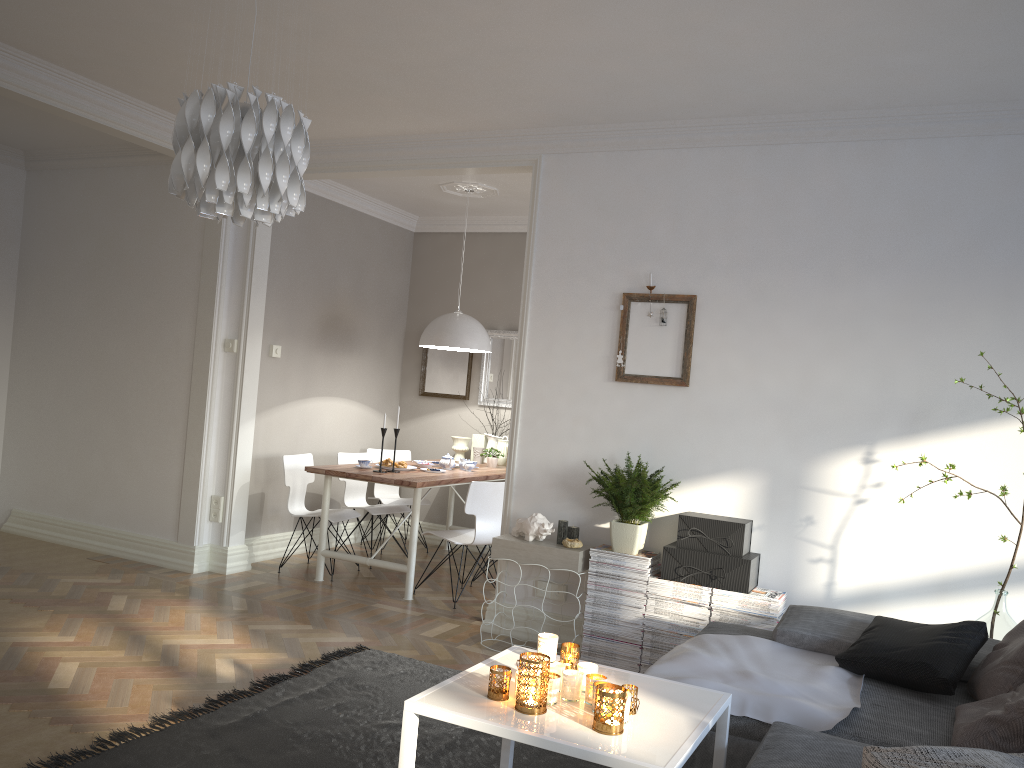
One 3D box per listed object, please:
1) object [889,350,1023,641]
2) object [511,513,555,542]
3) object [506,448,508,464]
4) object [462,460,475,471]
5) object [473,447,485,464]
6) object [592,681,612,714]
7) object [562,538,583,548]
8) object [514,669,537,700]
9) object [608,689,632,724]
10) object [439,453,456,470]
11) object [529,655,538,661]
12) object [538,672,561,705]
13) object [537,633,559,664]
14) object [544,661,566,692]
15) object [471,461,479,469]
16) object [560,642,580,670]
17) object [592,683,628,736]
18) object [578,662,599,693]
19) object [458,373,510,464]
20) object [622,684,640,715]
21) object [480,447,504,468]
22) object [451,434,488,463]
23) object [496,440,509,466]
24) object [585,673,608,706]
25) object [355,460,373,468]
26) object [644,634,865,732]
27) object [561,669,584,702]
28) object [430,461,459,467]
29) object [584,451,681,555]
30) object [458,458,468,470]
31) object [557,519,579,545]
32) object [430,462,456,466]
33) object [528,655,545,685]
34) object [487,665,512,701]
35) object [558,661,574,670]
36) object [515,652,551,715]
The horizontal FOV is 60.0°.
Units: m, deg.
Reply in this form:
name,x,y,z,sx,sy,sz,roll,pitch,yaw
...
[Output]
name,x,y,z,sx,sy,sz,roll,pitch,yaw
object,1.888,0.383,3.566,0.776,1.674,0.339,5,0,-15
object,0.114,0.746,4.645,0.137,0.150,0.310,5,-1,-34
object,0.006,0.585,7.048,0.095,0.163,0.095,5,0,-24
object,-0.315,0.588,6.423,0.090,0.086,0.090,5,0,-19
object,-0.274,0.579,7.181,0.094,0.132,0.097,5,0,-8
object,0.242,0.839,2.367,0.060,0.073,0.060,5,0,-39
object,0.311,0.813,4.525,0.099,0.046,0.104,5,-1,-18
object,0.036,0.822,2.412,0.060,0.073,0.060,5,0,15
object,0.279,0.842,2.311,0.060,0.073,0.060,5,0,-12
object,-0.465,0.559,6.416,0.143,0.119,0.124,5,0,30
object,0.074,0.824,2.560,0.056,0.066,0.056,5,0,-12
object,0.100,0.827,2.408,0.060,0.073,0.060,5,0,15
object,0.101,0.756,2.536,0.060,0.073,0.060,5,0,42
object,0.119,0.830,2.512,0.060,0.073,0.060,5,0,6
object,-0.303,0.607,6.671,0.116,0.056,0.116,5,-1,-2
object,0.175,0.835,2.701,0.060,0.079,0.060,5,0,20
object,0.247,0.823,2.245,0.080,0.104,0.080,5,0,16
object,0.215,0.839,2.533,0.060,0.073,0.060,5,0,-39
object,-0.107,0.267,7.157,0.698,0.781,0.352,5,0,8
object,0.318,0.849,2.387,0.054,0.068,0.047,5,0,-14
object,-0.151,0.571,6.930,0.178,0.162,0.169,5,0,-24
object,-0.359,0.524,7.312,0.310,0.228,0.172,5,0,-21
object,-0.073,0.556,7.129,0.114,0.209,0.113,5,0,26
object,0.229,0.839,2.431,0.060,0.073,0.060,5,0,-39
object,-0.990,0.538,5.953,0.116,0.056,0.137,5,-1,-34
object,0.836,1.191,3.132,0.725,0.437,0.812,5,-1,24
object,0.165,0.834,2.448,0.060,0.073,0.060,5,0,-18
object,-0.521,0.606,6.656,0.287,0.019,0.287,5,-1,-2
object,0.582,0.601,4.443,0.438,0.527,0.368,5,0,26
object,-0.358,0.586,6.513,0.072,0.086,0.086,5,0,-9
object,0.293,0.768,4.626,0.123,0.134,0.062,5,0,-23
object,-0.522,0.602,6.661,0.202,0.022,0.194,6,-1,-44
object,0.074,0.827,2.560,0.060,0.073,0.060,5,0,6
object,-0.034,0.812,2.410,0.060,0.079,0.060,5,0,16
object,0.154,0.842,2.582,0.052,0.058,0.050,5,0,-5
object,0.053,0.789,2.340,0.090,0.140,0.087,5,0,-4
